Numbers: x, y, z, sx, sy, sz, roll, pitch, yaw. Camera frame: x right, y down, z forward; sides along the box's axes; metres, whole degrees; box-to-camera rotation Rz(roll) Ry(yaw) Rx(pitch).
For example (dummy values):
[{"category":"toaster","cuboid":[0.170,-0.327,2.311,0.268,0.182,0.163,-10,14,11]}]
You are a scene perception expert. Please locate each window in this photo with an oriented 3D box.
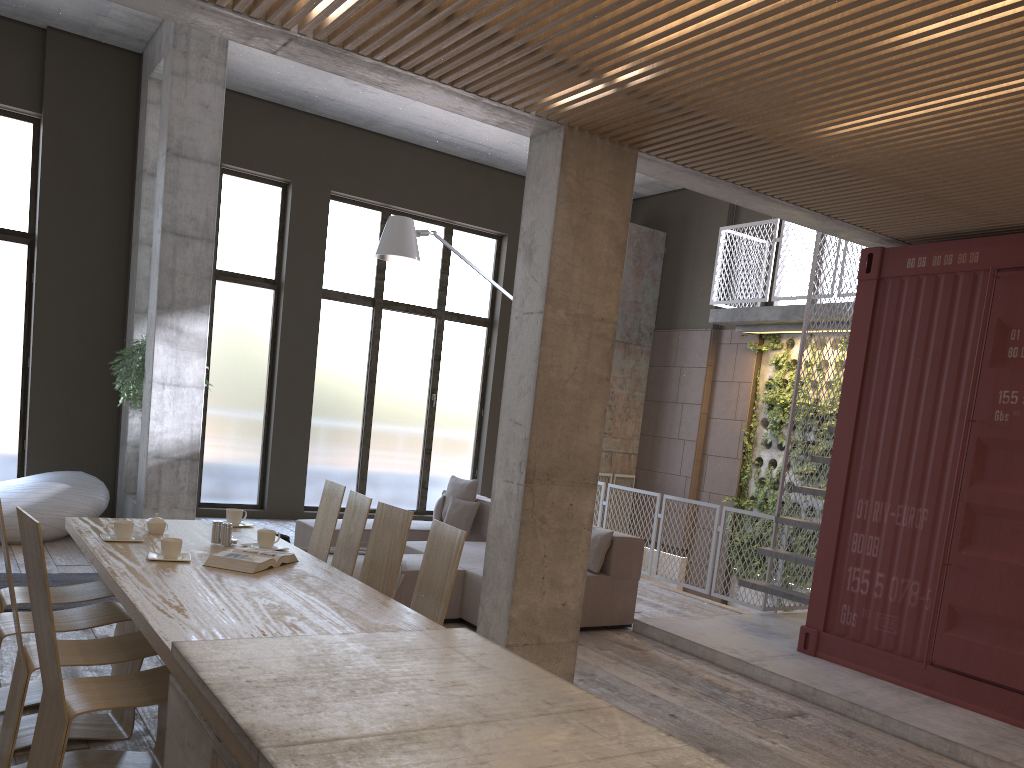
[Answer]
[{"category":"window","cuboid":[4.392,-1.621,9.867,0.110,1.765,3.523,2,2,-33]},{"category":"window","cuboid":[-3.041,-0.438,11.255,9.254,4.222,0.205,7,5,-35]}]

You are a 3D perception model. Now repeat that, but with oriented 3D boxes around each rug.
[{"category":"rug","cuboid":[-3.079,1.593,6.823,2.933,0.049,1.148,8,-2,-33]}]

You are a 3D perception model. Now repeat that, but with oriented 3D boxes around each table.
[{"category":"table","cuboid":[-0.638,1.283,2.929,1.017,0.931,5.125,5,-1,-33]}]

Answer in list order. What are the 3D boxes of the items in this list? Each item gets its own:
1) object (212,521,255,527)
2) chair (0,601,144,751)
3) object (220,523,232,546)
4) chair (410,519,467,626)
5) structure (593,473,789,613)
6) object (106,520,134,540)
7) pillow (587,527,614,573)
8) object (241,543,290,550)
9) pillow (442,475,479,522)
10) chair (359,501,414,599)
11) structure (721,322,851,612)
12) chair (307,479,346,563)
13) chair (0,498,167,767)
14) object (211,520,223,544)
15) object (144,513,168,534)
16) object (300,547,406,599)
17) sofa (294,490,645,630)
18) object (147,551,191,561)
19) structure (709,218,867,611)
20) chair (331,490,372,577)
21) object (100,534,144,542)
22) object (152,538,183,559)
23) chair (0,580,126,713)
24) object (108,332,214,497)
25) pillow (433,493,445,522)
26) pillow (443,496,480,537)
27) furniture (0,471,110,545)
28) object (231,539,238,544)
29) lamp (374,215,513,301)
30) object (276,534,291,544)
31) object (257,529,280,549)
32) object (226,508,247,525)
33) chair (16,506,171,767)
[{"category":"object","cuboid":[-1.620,0.817,5.104,0.183,0.014,0.186,5,-3,43]},{"category":"chair","cuboid":[-2.069,1.021,3.968,0.724,1.209,0.343,3,7,-37]},{"category":"object","cuboid":[-1.434,0.754,4.405,0.052,0.111,0.052,7,5,12]},{"category":"chair","cuboid":[-0.650,1.170,3.710,0.725,1.209,0.343,4,6,-28]},{"category":"structure","cuboid":[2.163,1.783,10.685,1.936,0.943,4.375,7,-1,-33]},{"category":"object","cuboid":[-1.903,0.716,4.276,0.092,0.089,0.117,7,1,21]},{"category":"pillow","cuboid":[0.680,1.375,7.316,0.188,0.370,0.357,4,3,-28]},{"category":"object","cuboid":[-1.260,0.835,4.481,0.183,0.014,0.186,5,-3,43]},{"category":"pillow","cuboid":[-0.564,1.240,9.144,0.222,0.563,0.556,3,4,-31]},{"category":"chair","cuboid":[-0.919,1.155,4.131,0.725,1.209,0.343,3,6,-36]},{"category":"structure","cuboid":[3.580,0.936,10.468,1.009,3.866,2.588,2,5,-33]},{"category":"chair","cuboid":[-1.403,1.132,5.011,0.725,1.209,0.343,4,6,-30]},{"category":"chair","cuboid":[-1.726,1.046,3.595,0.725,1.209,0.343,4,6,-33]},{"category":"object","cuboid":[-1.488,0.747,4.425,0.052,0.113,0.052,7,5,12]},{"category":"object","cuboid":[-1.846,0.725,4.549,0.123,0.113,0.088,5,4,-42]},{"category":"object","cuboid":[-1.624,1.489,6.664,1.602,0.508,1.033,7,0,-15]},{"category":"sofa","cuboid":[-0.972,1.466,7.819,3.027,0.793,2.961,7,-2,-33]},{"category":"object","cuboid":[-1.550,0.784,3.967,0.186,0.014,0.183,7,-2,-20]},{"category":"structure","cuboid":[3.032,0.256,9.298,3.050,4.365,3.631,4,4,-33]},{"category":"chair","cuboid":[-1.181,1.141,4.558,0.725,1.209,0.343,4,6,-28]},{"category":"object","cuboid":[-1.908,0.756,4.289,0.186,0.014,0.183,8,-2,-30]},{"category":"object","cuboid":[-1.546,0.745,3.954,0.092,0.089,0.117,8,2,31]},{"category":"chair","cuboid":[-2.303,1.010,4.413,0.725,1.209,0.343,4,6,-33]},{"category":"object","cuboid":[-3.825,0.312,9.334,0.992,1.886,0.963,8,5,23]},{"category":"pillow","cuboid":[-0.764,1.356,9.384,0.151,0.380,0.365,6,2,0]},{"category":"pillow","cuboid":[-0.522,1.340,8.884,0.373,0.377,0.169,8,5,30]},{"category":"furniture","cuboid":[-4.967,1.227,8.608,1.791,0.820,1.620,6,0,4]},{"category":"object","cuboid":[-1.426,0.802,4.473,0.050,0.019,0.051,6,-1,39]},{"category":"lamp","cuboid":[-0.371,0.260,9.209,2.636,3.466,0.744,3,7,-45]},{"category":"object","cuboid":[-1.744,1.202,6.552,0.298,0.171,0.300,6,0,44]},{"category":"object","cuboid":[-1.253,0.793,4.490,0.093,0.089,0.116,7,1,11]},{"category":"object","cuboid":[-1.614,0.775,5.112,0.093,0.089,0.116,7,1,11]},{"category":"chair","cuboid":[-1.401,1.068,3.211,0.724,1.209,0.343,3,7,-39]}]
